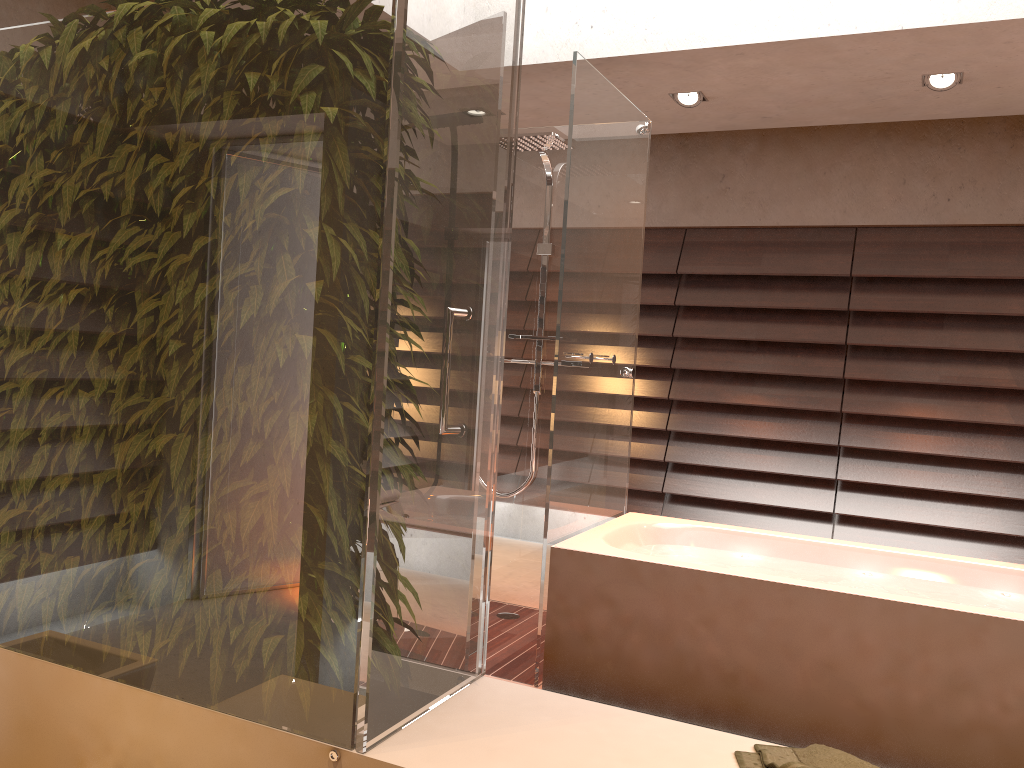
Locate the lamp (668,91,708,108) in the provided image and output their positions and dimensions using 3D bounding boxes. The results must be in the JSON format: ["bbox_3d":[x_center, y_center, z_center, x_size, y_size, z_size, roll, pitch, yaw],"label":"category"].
[{"bbox_3d":[0.886,-1.453,4.450,0.165,0.110,0.170,4,2,25],"label":"lamp"}]

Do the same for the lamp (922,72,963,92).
[{"bbox_3d":[1.923,-1.376,3.962,0.165,0.110,0.170,4,2,25],"label":"lamp"}]

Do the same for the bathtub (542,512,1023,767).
[{"bbox_3d":[1.241,0.748,3.097,2.000,0.761,0.994,4,2,25],"label":"bathtub"}]

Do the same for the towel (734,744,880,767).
[{"bbox_3d":[0.470,0.507,1.015,0.258,0.057,0.571,3,2,-24],"label":"towel"}]

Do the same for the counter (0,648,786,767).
[{"bbox_3d":[-0.108,0.758,1.325,2.931,0.686,0.350,4,2,25],"label":"counter"}]

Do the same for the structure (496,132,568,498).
[{"bbox_3d":[0.013,-0.252,3.887,0.575,1.578,0.385,4,2,25],"label":"structure"}]
